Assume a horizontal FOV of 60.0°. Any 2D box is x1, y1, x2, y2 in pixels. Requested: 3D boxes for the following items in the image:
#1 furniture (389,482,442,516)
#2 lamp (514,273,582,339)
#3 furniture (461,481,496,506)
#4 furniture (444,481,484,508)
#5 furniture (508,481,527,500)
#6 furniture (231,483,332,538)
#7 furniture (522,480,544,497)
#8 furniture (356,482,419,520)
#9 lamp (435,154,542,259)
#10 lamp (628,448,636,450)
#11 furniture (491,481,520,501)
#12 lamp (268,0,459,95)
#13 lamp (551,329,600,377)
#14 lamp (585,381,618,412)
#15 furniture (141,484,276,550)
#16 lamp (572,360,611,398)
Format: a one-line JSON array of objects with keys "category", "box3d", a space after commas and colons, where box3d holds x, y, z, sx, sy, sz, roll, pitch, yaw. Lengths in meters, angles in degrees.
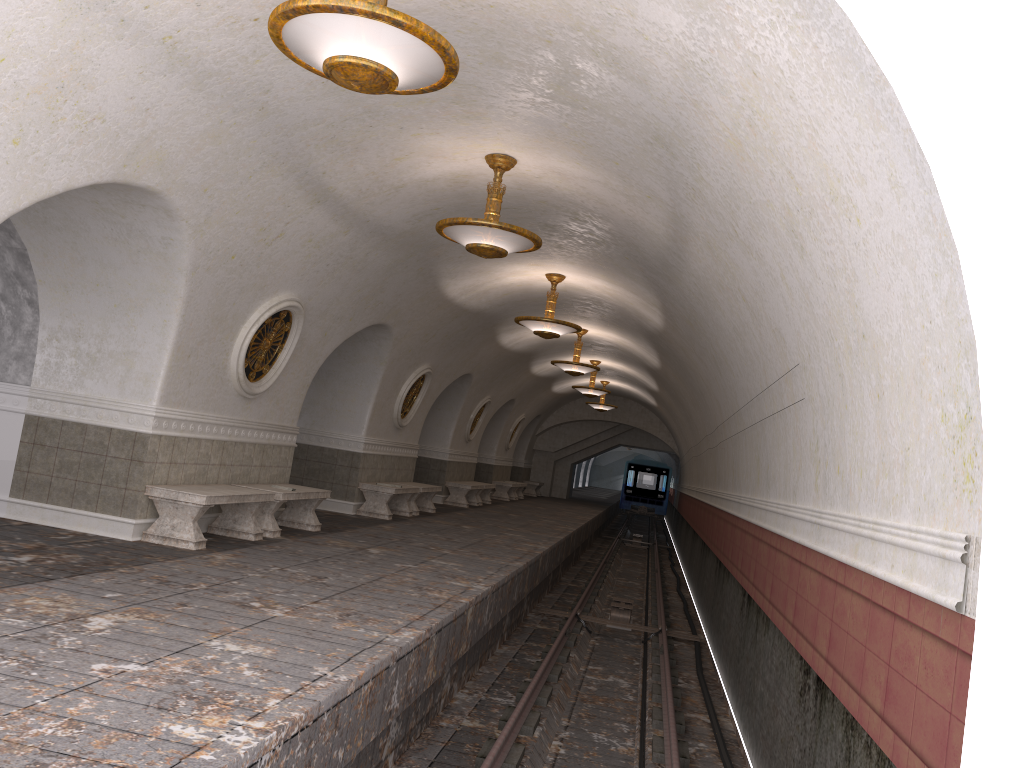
[{"category": "furniture", "box3d": [-1.790, 2.101, 16.313, 0.613, 0.508, 1.509, 8, -5, 10]}, {"category": "lamp", "box3d": [0.571, -1.128, 13.085, 1.008, 0.955, 1.008, 9, -5, -6]}, {"category": "furniture", "box3d": [-0.864, 2.735, 22.228, 0.613, 0.508, 1.509, 8, -5, 10]}, {"category": "furniture", "box3d": [-1.123, 2.558, 20.576, 0.613, 0.508, 1.509, 8, -5, 10]}, {"category": "furniture", "box3d": [0.052, 3.362, 28.086, 0.613, 0.508, 1.509, 8, -5, 10]}, {"category": "furniture", "box3d": [-2.713, 1.469, 10.409, 0.613, 0.508, 1.509, 8, -5, 10]}, {"category": "furniture", "box3d": [0.762, 3.848, 32.626, 0.613, 0.508, 1.509, 8, -5, 10]}, {"category": "furniture", "box3d": [-2.048, 1.924, 14.661, 0.613, 0.508, 1.509, 8, -5, 10]}, {"category": "lamp", "box3d": [-0.176, -1.640, 8.307, 1.008, 0.955, 1.008, 9, -5, -6]}, {"category": "lamp", "box3d": [8.446, 4.264, 63.424, 1.008, 0.955, 1.008, 9, -5, -4]}, {"category": "furniture", "box3d": [-0.206, 3.185, 26.434, 0.613, 0.508, 1.509, 8, -5, 10]}, {"category": "lamp", "box3d": [-0.738, -2.024, 4.717, 1.008, 0.955, 1.008, 12, -6, -34]}, {"category": "lamp", "box3d": [1.313, -0.620, 17.830, 1.008, 0.955, 1.008, 6, -5, 25]}, {"category": "lamp", "box3d": [2.798, 0.397, 27.319, 1.008, 0.955, 1.008, 12, -6, -34]}, {"category": "furniture", "box3d": [-2.972, 1.292, 8.757, 0.613, 0.508, 1.509, 8, -5, 10]}, {"category": "lamp", "box3d": [2.056, -0.112, 22.574, 1.008, 0.955, 1.008, 6, -5, 25]}]
